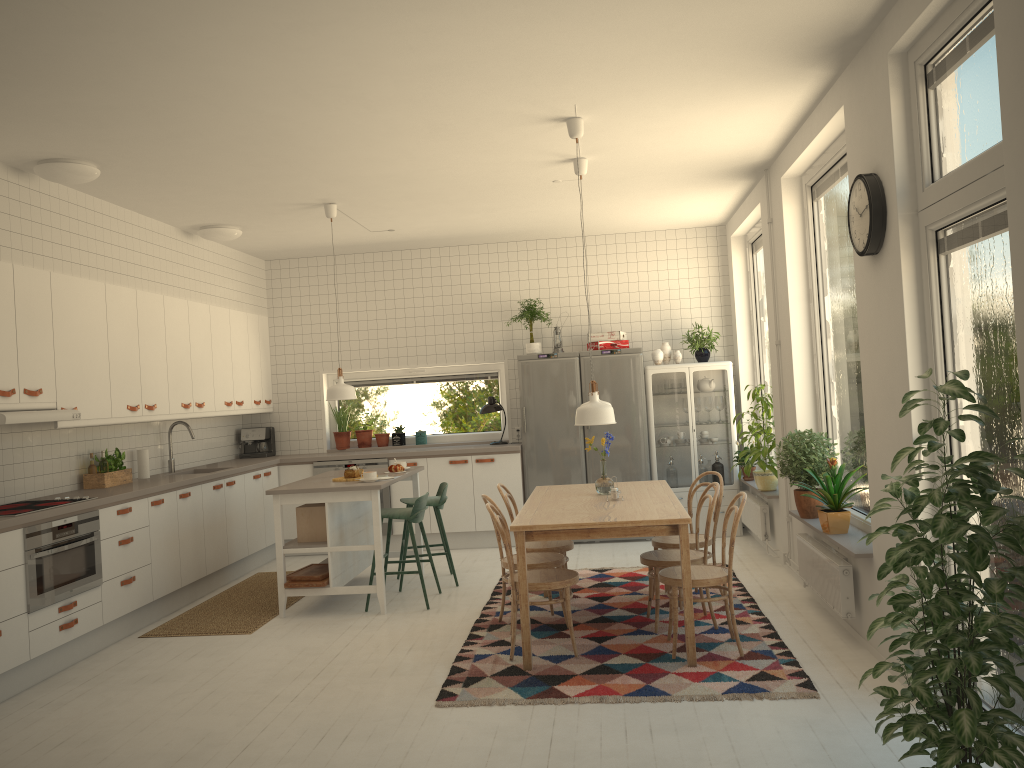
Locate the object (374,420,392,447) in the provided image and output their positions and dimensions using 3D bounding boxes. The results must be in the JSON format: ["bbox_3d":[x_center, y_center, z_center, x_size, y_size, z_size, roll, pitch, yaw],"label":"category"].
[{"bbox_3d":[-1.285,0.493,8.871,0.194,0.277,0.176,-3,-1,-27],"label":"object"}]

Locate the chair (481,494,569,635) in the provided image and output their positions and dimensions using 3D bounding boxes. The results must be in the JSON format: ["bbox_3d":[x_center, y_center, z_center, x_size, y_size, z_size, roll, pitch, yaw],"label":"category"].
[{"bbox_3d":[0.081,1.049,5.336,0.483,0.811,0.385,-3,-1,-12],"label":"chair"}]

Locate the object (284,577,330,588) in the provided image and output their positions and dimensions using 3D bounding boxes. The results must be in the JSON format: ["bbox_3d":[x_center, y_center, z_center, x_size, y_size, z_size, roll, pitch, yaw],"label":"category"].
[{"bbox_3d":[-1.360,1.341,6.120,0.280,0.030,0.430,-3,-1,6],"label":"object"}]

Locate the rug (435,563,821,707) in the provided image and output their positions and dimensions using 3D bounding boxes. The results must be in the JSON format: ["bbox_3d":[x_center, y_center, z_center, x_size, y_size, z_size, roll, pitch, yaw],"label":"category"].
[{"bbox_3d":[0.650,1.426,5.472,1.748,0.035,3.025,-3,-1,6],"label":"rug"}]

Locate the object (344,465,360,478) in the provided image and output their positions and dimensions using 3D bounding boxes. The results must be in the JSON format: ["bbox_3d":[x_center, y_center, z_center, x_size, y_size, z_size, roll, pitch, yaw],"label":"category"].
[{"bbox_3d":[-1.146,0.627,6.336,0.086,0.087,0.090,-4,-1,13],"label":"object"}]

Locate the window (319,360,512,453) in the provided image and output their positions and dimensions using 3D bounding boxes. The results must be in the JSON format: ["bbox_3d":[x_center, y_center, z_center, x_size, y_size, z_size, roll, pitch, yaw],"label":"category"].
[{"bbox_3d":[-0.949,0.226,8.919,1.898,0.816,0.293,-3,-1,6],"label":"window"}]

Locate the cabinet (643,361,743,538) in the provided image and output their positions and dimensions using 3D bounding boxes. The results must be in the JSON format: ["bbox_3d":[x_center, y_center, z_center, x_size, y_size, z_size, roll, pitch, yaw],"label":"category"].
[{"bbox_3d":[1.672,0.607,8.248,0.789,1.593,0.453,-3,-1,6],"label":"cabinet"}]

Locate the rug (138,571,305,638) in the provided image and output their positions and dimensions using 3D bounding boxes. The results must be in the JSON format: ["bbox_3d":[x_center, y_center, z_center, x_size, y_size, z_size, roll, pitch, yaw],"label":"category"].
[{"bbox_3d":[-1.916,1.601,6.615,0.750,0.004,2.000,-3,-1,6],"label":"rug"}]

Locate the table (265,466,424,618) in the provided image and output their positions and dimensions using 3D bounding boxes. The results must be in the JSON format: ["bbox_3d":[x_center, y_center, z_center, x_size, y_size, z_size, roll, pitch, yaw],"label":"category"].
[{"bbox_3d":[-1.161,1.124,6.601,0.794,0.864,1.424,-3,-1,6],"label":"table"}]

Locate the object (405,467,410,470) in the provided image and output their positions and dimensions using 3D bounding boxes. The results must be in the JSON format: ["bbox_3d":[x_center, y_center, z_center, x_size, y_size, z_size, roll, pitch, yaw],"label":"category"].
[{"bbox_3d":[-0.876,0.668,6.947,0.160,0.020,0.160,-3,-1,2],"label":"object"}]

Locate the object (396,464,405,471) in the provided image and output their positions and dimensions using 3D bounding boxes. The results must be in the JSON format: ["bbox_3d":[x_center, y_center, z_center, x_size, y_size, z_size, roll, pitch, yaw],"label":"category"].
[{"bbox_3d":[-0.859,0.643,6.790,0.060,0.059,0.074,-3,-1,-25],"label":"object"}]

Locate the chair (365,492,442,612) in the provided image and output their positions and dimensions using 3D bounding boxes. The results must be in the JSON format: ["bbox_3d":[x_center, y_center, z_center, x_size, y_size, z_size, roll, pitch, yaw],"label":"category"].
[{"bbox_3d":[-0.772,1.152,6.204,0.446,0.752,0.485,-3,-1,5],"label":"chair"}]

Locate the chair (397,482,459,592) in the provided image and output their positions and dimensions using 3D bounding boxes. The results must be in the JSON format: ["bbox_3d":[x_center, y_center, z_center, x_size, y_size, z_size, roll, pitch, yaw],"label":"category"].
[{"bbox_3d":[-0.675,1.152,6.814,0.446,0.752,0.485,-3,-1,-9],"label":"chair"}]

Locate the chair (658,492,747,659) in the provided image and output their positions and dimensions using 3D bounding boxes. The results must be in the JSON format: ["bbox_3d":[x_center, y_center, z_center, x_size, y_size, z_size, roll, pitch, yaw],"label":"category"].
[{"bbox_3d":[1.014,0.987,4.677,0.483,0.811,0.385,-4,-1,8],"label":"chair"}]

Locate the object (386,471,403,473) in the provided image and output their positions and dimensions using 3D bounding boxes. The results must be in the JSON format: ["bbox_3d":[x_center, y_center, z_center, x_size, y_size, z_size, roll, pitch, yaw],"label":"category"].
[{"bbox_3d":[-0.891,0.672,6.773,0.122,0.005,0.120,-4,-1,24],"label":"object"}]

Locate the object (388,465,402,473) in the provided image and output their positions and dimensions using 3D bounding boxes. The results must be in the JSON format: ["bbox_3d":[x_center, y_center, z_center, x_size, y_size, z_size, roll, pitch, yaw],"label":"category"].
[{"bbox_3d":[-0.906,0.646,6.762,0.131,0.060,0.070,-4,-1,44],"label":"object"}]

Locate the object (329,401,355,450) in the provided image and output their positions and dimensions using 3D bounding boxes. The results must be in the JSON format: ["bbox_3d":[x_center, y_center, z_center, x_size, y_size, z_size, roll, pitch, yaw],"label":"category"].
[{"bbox_3d":[-1.699,0.407,8.922,0.300,0.499,0.333,-3,-1,-11],"label":"object"}]

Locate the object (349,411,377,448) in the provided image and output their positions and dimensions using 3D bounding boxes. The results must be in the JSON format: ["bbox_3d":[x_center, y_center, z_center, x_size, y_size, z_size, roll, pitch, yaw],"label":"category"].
[{"bbox_3d":[-1.487,0.456,8.915,0.258,0.370,0.234,-4,-1,18],"label":"object"}]

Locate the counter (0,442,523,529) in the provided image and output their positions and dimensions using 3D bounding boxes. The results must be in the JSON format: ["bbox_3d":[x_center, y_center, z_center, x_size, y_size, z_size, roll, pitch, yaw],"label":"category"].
[{"bbox_3d":[-1.526,0.725,6.400,2.856,0.163,4.844,-3,-1,6],"label":"counter"}]

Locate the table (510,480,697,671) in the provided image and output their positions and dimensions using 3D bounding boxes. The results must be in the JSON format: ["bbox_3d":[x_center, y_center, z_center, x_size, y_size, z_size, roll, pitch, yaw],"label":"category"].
[{"bbox_3d":[0.545,1.059,5.263,0.894,0.749,1.797,-3,-1,6],"label":"table"}]

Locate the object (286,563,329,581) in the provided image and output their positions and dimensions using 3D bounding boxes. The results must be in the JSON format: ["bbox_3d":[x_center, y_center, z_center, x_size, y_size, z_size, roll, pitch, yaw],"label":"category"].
[{"bbox_3d":[-1.371,1.312,6.198,0.280,0.030,0.430,-4,-1,14],"label":"object"}]

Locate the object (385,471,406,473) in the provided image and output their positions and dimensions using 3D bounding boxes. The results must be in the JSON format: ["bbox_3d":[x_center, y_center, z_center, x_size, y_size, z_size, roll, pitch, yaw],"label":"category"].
[{"bbox_3d":[-0.891,0.674,6.769,0.167,0.005,0.167,-3,-1,1],"label":"object"}]

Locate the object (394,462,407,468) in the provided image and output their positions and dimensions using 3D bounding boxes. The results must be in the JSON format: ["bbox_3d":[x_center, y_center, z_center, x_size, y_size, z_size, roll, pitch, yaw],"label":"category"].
[{"bbox_3d":[-0.877,0.642,6.950,0.094,0.060,0.098,-3,-1,3],"label":"object"}]

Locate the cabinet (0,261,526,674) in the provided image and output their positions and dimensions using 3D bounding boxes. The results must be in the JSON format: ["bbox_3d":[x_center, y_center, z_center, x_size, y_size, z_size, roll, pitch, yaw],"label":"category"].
[{"bbox_3d":[-1.551,0.328,6.407,2.853,2.160,4.844,-3,-1,6],"label":"cabinet"}]

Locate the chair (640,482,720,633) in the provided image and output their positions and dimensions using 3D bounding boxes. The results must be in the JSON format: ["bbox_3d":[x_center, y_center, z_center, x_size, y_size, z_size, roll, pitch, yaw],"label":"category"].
[{"bbox_3d":[0.991,0.993,5.183,0.483,0.811,0.385,-3,-1,3],"label":"chair"}]

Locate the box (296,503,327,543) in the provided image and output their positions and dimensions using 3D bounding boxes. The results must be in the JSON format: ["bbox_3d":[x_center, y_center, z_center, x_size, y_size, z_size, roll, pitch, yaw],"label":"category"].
[{"bbox_3d":[-1.344,0.964,6.259,0.237,0.242,0.357,-3,-1,7],"label":"box"}]

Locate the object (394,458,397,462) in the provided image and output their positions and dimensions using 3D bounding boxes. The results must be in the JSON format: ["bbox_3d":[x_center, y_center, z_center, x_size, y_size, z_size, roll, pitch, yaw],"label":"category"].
[{"bbox_3d":[-0.895,0.626,6.966,0.028,0.086,0.102,-3,-1,-43],"label":"object"}]

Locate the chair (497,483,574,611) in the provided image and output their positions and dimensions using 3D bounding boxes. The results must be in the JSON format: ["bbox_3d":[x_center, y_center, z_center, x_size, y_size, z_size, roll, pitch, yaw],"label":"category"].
[{"bbox_3d":[0.165,1.048,5.840,0.483,0.811,0.385,-4,-1,8],"label":"chair"}]

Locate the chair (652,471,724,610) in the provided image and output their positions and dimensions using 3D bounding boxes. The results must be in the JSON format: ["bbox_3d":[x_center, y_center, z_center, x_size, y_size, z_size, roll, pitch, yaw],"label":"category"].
[{"bbox_3d":[1.138,0.989,5.730,0.483,0.811,0.385,-3,-1,-22],"label":"chair"}]

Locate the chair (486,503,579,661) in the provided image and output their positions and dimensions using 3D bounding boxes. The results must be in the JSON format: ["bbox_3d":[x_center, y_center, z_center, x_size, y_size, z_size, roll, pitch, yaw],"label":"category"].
[{"bbox_3d":[0.122,1.041,4.827,0.483,0.811,0.385,-3,-1,3],"label":"chair"}]

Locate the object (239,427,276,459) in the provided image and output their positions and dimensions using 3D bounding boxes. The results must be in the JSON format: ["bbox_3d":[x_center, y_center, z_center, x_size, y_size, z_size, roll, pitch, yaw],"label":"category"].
[{"bbox_3d":[-2.541,0.580,8.755,0.316,0.292,0.279,-3,-1,7],"label":"object"}]

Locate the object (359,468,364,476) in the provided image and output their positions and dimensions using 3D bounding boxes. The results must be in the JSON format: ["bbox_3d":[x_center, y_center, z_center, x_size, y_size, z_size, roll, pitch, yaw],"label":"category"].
[{"bbox_3d":[-1.115,0.640,6.413,0.083,0.057,0.072,-4,-1,12],"label":"object"}]
